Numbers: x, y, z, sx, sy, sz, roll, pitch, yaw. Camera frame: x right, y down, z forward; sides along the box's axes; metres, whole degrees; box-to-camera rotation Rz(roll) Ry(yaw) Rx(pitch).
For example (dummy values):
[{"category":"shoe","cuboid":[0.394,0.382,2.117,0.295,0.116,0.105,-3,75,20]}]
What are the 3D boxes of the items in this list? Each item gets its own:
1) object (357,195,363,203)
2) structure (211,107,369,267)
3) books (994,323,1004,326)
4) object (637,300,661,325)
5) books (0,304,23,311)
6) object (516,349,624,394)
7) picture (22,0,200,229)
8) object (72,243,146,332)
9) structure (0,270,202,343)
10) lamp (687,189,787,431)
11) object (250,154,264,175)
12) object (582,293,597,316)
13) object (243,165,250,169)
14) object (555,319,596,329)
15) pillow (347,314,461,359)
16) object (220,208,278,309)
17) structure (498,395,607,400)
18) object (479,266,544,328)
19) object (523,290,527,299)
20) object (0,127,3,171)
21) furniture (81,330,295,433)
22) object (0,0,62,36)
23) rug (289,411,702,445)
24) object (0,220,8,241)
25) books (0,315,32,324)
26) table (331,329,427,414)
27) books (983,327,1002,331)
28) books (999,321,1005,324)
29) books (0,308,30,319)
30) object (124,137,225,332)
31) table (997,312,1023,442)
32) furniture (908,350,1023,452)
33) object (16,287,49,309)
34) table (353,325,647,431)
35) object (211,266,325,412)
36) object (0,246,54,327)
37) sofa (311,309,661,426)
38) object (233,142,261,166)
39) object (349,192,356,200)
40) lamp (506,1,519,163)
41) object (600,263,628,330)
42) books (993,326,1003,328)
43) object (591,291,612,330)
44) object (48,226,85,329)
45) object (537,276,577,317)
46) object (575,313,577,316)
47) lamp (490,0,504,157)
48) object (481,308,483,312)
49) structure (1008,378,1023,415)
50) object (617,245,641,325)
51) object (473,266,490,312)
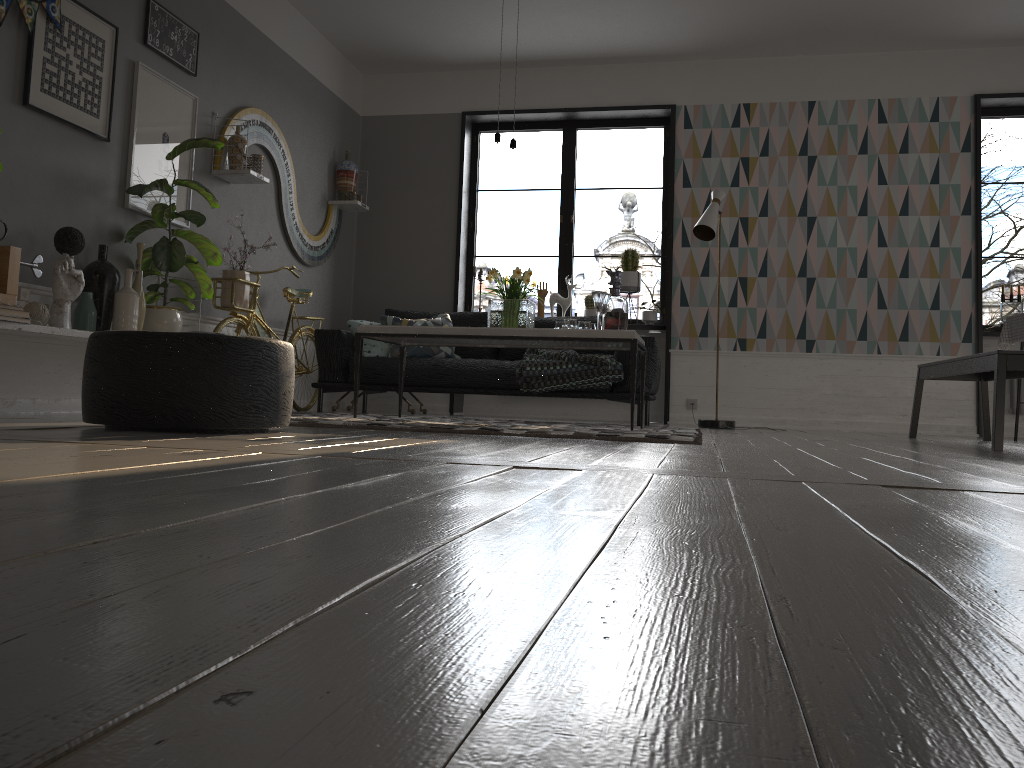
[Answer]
[{"category":"object","cuboid":[-1.259,-1.529,7.309,0.050,0.058,0.050,2,-3,2]},{"category":"structure","cuboid":[-1.538,-1.404,6.479,0.267,0.959,2.014,1,-2,12]},{"category":"books","cuboid":[3.798,-0.442,6.729,0.198,0.022,0.162,2,-1,13]},{"category":"object","cuboid":[1.122,-0.584,7.230,0.171,0.205,0.245,1,-3,14]},{"category":"books","cuboid":[-2.162,-0.315,3.491,0.229,0.017,0.377,2,-1,9]},{"category":"object","cuboid":[0.380,-0.101,5.777,0.666,0.331,0.488,2,-2,7]},{"category":"picture","cuboid":[-0.711,-1.479,1.334,4.040,1.803,7.264,2,-1,12]},{"category":"object","cuboid":[-1.967,-0.481,4.362,0.331,0.491,0.285,4,-4,-27]},{"category":"structure","cuboid":[-2.151,-0.442,3.643,0.308,0.488,2.765,1,-1,12]},{"category":"lamp","cuboid":[1.654,-0.533,6.497,0.680,1.711,1.240,1,-4,10]},{"category":"object","cuboid":[-1.643,-1.398,5.689,0.086,0.140,0.085,2,-4,5]},{"category":"object","cuboid":[0.693,-0.635,7.458,0.234,0.284,0.212,3,-4,-14]},{"category":"object","cuboid":[-1.715,-1.372,5.727,0.062,0.082,0.062,3,-3,-12]},{"category":"object","cuboid":[0.373,-0.301,4.865,0.246,0.088,0.278,2,-1,-10]},{"category":"pillow","cuboid":[-0.762,-0.338,6.284,0.798,0.364,0.442,2,-3,-6]},{"category":"object","cuboid":[-1.642,-0.777,5.623,0.253,0.644,0.486,0,-4,30]},{"category":"structure","cuboid":[0.466,-0.087,7.552,1.223,0.430,0.148,2,-4,10]},{"category":"object","cuboid":[-0.008,-0.452,4.829,0.352,0.353,0.323,1,-3,14]},{"category":"object","cuboid":[0.107,-0.662,7.582,0.075,0.302,0.075,-2,-6,43]},{"category":"object","cuboid":[-2.155,-0.745,3.168,0.545,0.969,0.508,2,-4,-3]},{"category":"furniture","cuboid":[-1.185,-0.012,3.281,0.735,0.358,0.733,2,-2,-1]},{"category":"object","cuboid":[-2.221,-1.705,3.780,0.057,0.341,0.910,1,-2,12]},{"category":"rug","cuboid":[-0.297,0.209,4.644,2.527,0.034,1.763,2,-1,12]},{"category":"object","cuboid":[-2.245,-0.486,3.757,0.019,0.466,0.220,1,-4,12]},{"category":"books","cuboid":[-2.155,-0.267,3.501,0.296,0.021,0.366,2,-1,7]},{"category":"table","cuboid":[-1.086,-0.102,7.371,0.742,0.683,0.337,2,-4,12]},{"category":"books","cuboid":[3.768,-0.412,6.744,0.271,0.019,0.183,2,-1,11]},{"category":"books","cuboid":[3.802,-0.462,6.726,0.153,0.017,0.123,2,-1,14]},{"category":"books","cuboid":[-2.152,-0.292,3.490,0.260,0.029,0.382,2,-1,13]},{"category":"object","cuboid":[-1.834,-0.801,4.794,0.565,1.156,0.415,5,-5,-38]},{"category":"table","cuboid":[3.331,-0.042,4.586,0.931,0.787,2.017,2,-2,12]},{"category":"furniture","cuboid":[2.549,0.097,4.709,0.465,0.457,1.663,1,-1,12]},{"category":"object","cuboid":[-2.178,-0.337,3.913,0.078,0.174,0.263,1,-2,18]},{"category":"table","cuboid":[-0.035,-0.021,4.770,1.456,0.513,0.729,2,-2,12]},{"category":"object","cuboid":[-1.598,-0.289,5.979,0.426,0.974,1.619,2,-2,3]},{"category":"object","cuboid":[-2.125,-0.470,3.622,0.238,0.442,0.543,1,-3,12]},{"category":"sofa","cuboid":[-0.150,-0.137,6.190,2.341,0.802,0.966,2,-3,12]},{"category":"object","cuboid":[-1.659,-1.412,5.544,0.196,0.166,0.060,5,-5,-44]},{"category":"object","cuboid":[-1.306,-1.531,7.250,0.060,0.079,0.059,2,-3,1]},{"category":"lamp","cuboid":[0.244,-2.008,4.376,0.074,1.544,1.391,4,-3,-19]},{"category":"object","cuboid":[0.572,-0.464,4.911,0.148,0.419,0.155,-1,-5,31]},{"category":"books","cuboid":[3.776,-0.426,6.740,0.216,0.011,0.173,2,-1,18]},{"category":"object","cuboid":[0.474,-0.373,4.710,0.082,0.228,0.167,0,-4,24]},{"category":"object","cuboid":[-2.048,-0.485,4.058,0.136,0.486,0.154,1,-5,12]},{"category":"object","cuboid":[0.532,-0.699,7.450,0.662,0.412,0.134,2,-4,13]},{"category":"object","cuboid":[0.536,-0.548,7.427,0.123,0.099,0.122,0,-3,35]},{"category":"lamp","cuboid":[0.159,-2.013,4.267,0.074,1.544,1.391,4,-3,-19]},{"category":"object","cuboid":[-0.277,-0.600,7.688,0.084,0.152,0.084,1,-4,16]},{"category":"structure","cuboid":[4.423,0.044,6.697,1.223,0.430,0.148,2,-4,10]},{"category":"object","cuboid":[0.967,-0.822,7.311,0.235,0.674,0.227,3,-5,-17]},{"category":"object","cuboid":[-0.287,-0.770,7.623,0.144,0.493,0.162,6,-6,-42]}]
